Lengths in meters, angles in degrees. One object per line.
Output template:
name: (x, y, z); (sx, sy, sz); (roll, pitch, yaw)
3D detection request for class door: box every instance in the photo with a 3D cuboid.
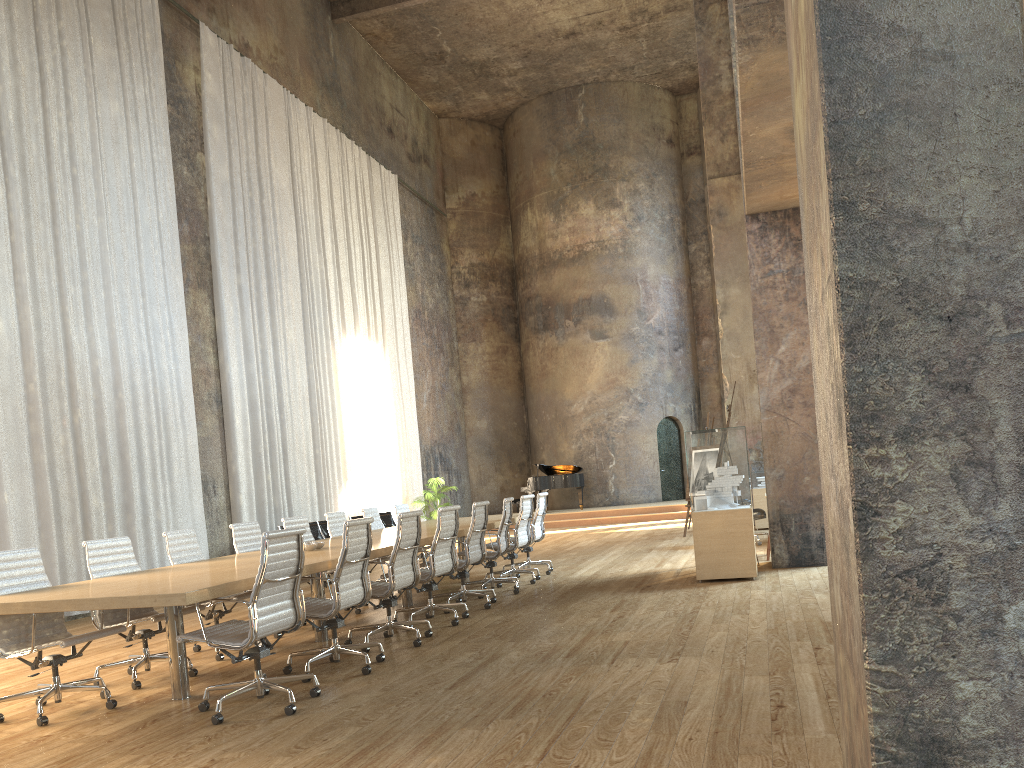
door: (4.279, 2.034, 23.936); (0.899, 2.296, 0.092); (-5, 1, -26)

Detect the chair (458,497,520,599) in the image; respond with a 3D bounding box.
chair: (-0.271, 1.757, 9.465); (0.701, 1.025, 0.664); (-5, -1, 15)

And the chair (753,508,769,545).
chair: (3.336, 1.890, 12.771); (0.823, 0.892, 0.730); (-5, -2, 12)

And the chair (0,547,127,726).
chair: (-2.822, 1.520, 5.450); (0.702, 1.025, 0.663); (-5, -1, 21)

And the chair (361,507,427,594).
chair: (-1.408, 1.983, 10.608); (0.701, 1.025, 0.664); (-5, -1, 19)

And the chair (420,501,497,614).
chair: (-0.530, 1.677, 8.569); (0.702, 1.025, 0.663); (-5, -1, 21)

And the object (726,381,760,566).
object: (2.400, 1.061, 10.052); (0.686, 2.146, 0.699); (-5, 1, 15)

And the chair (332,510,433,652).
chair: (-1.014, 1.525, 6.858); (0.702, 1.025, 0.663); (-5, -1, 21)

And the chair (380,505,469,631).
chair: (-0.772, 1.602, 7.723); (0.702, 1.025, 0.663); (-5, -1, 24)

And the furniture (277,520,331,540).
furniture: (-2.925, 2.591, 14.039); (0.710, 0.840, 1.872); (-5, -5, 15)

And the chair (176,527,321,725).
chair: (-1.522, 1.365, 5.063); (0.702, 1.025, 0.663); (-5, -1, 21)

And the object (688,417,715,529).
object: (3.750, 1.722, 16.909); (0.688, 2.146, 0.697); (-4, 1, 42)

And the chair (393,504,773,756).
chair: (1.557, 1.745, 10.681); (12.993, 1.030, 31.521); (-7, -7, 15)

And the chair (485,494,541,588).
chair: (-0.046, 1.831, 10.291); (0.702, 1.025, 0.663); (-5, -1, 24)

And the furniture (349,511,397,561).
furniture: (-2.276, 2.795, 16.336); (0.710, 0.840, 1.872); (-5, -5, 15)

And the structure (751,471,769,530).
structure: (4.629, 2.020, 15.445); (0.745, 1.014, 0.734); (-5, -1, 16)

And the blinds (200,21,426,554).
blinds: (-3.427, -0.982, 17.267); (0.276, 8.639, 7.821); (-4, -2, 16)

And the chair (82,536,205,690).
chair: (-2.615, 1.597, 6.289); (0.702, 1.025, 0.663); (-5, -1, 24)

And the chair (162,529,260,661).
chair: (-2.382, 1.670, 7.112); (0.701, 1.025, 0.664); (-5, -1, 15)

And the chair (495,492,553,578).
chair: (0.155, 1.909, 11.132); (0.702, 1.025, 0.663); (-5, -1, 21)

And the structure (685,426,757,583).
structure: (2.201, 1.254, 9.195); (0.596, 1.547, 0.741); (-5, 0, 16)

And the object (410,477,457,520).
object: (-1.686, 2.835, 19.820); (1.093, 1.456, 1.130); (-5, -2, 7)

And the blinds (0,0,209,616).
blinds: (-5.778, -1.722, 8.953); (0.276, 8.639, 7.821); (-4, -2, 16)

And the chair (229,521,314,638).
chair: (-2.139, 1.751, 8.013); (0.702, 1.025, 0.663); (-5, -1, 21)

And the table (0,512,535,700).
table: (-1.340, 1.855, 8.371); (1.606, 0.757, 7.718); (-6, -6, 15)

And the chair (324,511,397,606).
chair: (-1.656, 1.904, 9.724); (0.702, 1.025, 0.663); (-5, -1, 21)

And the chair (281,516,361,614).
chair: (-1.897, 1.827, 8.859); (0.702, 1.025, 0.663); (-5, -1, 24)

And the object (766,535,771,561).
object: (3.325, 1.456, 10.637); (0.572, 1.297, 0.656); (-5, 0, 16)

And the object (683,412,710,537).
object: (3.337, 1.548, 15.063); (0.680, 2.146, 0.705); (-5, 1, -42)

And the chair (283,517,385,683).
chair: (-1.262, 1.446, 5.975); (0.701, 1.025, 0.664); (-5, -1, 19)
